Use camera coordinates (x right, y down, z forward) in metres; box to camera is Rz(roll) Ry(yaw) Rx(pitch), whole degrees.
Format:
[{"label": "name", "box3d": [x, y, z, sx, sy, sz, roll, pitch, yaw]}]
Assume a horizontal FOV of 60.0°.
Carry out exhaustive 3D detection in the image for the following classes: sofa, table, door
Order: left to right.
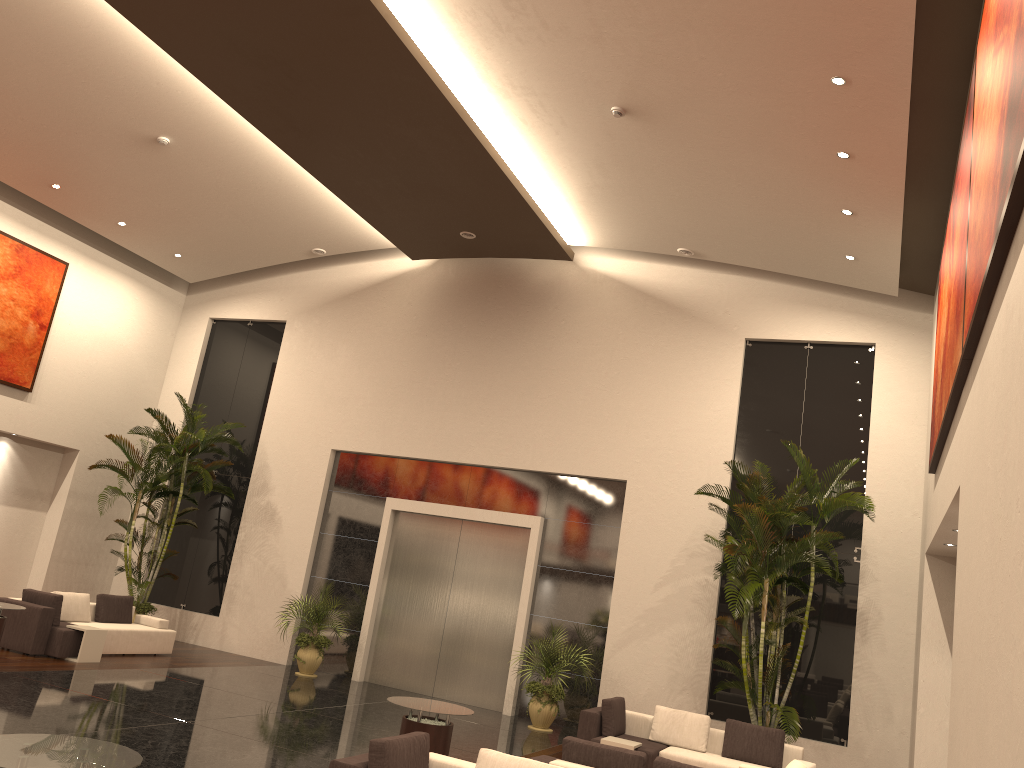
[{"label": "table", "box3d": [-6.438, 3.054, 10.697, 0.833, 0.795, 0.844, 13, -13, -15]}, {"label": "table", "box3d": [-2.384, 2.257, 4.422, 0.833, 0.795, 0.844, 13, -13, -15]}, {"label": "table", "box3d": [-6.236, 3.778, 12.897, 0.400, 0.460, 0.400, 4, -14, 23]}, {"label": "sofa", "box3d": [-6.521, 3.756, 13.900, 1.291, 0.862, 2.846, 4, -14, 23]}, {"label": "table", "box3d": [-0.829, 3.417, 8.285, 0.833, 0.795, 0.844, 13, -13, -15]}, {"label": "door", "box3d": [-1.114, 3.892, 15.529, 2.767, 3.048, 0.040, 4, -14, 23]}, {"label": "sofa", "box3d": [0.178, 2.946, 5.701, 2.846, 0.862, 1.291, 4, -14, 23]}, {"label": "table", "box3d": [1.261, 4.442, 10.433, 0.400, 0.460, 0.400, 4, -14, 23]}, {"label": "sofa", "box3d": [1.560, 3.785, 8.308, 2.586, 0.862, 3.366, 4, -14, 23]}, {"label": "sofa", "box3d": [2.252, 4.472, 10.755, 2.846, 0.862, 1.291, 4, -14, 23]}]

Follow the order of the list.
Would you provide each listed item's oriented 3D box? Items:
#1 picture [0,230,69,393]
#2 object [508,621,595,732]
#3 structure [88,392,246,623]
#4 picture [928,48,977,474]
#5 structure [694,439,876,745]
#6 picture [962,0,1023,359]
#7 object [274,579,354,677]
[{"label": "picture", "box3d": [-9.391, -1.665, 14.416, 0.070, 2.526, 4.515, 4, -14, 23]}, {"label": "object", "box3d": [0.552, 4.453, 13.698, 1.373, 1.682, 1.297, 16, -15, -27]}, {"label": "structure", "box3d": [-6.580, 2.479, 16.813, 2.436, 4.611, 2.531, 10, -13, -4]}, {"label": "picture", "box3d": [4.241, -0.780, 8.554, 0.070, 2.526, 4.515, 4, -14, 23]}, {"label": "structure", "box3d": [3.665, 3.108, 12.258, 2.436, 4.611, 2.531, 10, -13, -4]}, {"label": "picture", "box3d": [2.587, -1.996, 4.525, 0.070, 2.526, 4.515, 4, -14, 23]}, {"label": "object", "box3d": [-3.402, 4.210, 15.453, 1.373, 1.682, 1.297, 18, -15, -32]}]
